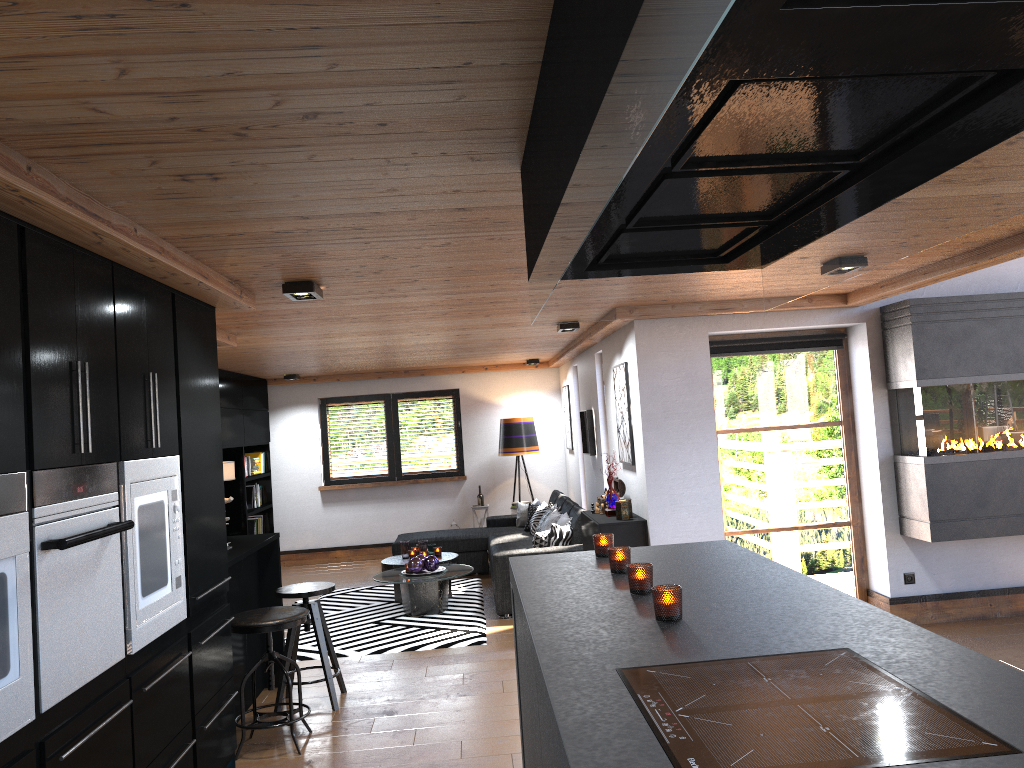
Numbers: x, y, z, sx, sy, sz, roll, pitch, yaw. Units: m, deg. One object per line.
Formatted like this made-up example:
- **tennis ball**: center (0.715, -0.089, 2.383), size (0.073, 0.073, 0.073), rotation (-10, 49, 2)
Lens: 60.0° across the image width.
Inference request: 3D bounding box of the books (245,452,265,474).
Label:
- **books**: center (-3.190, 0.984, 11.010), size (0.213, 0.261, 0.210), rotation (-4, -3, -4)

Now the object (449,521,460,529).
- **object**: center (-0.725, 1.942, 11.242), size (0.253, 0.462, 0.250), rotation (-4, -3, -4)

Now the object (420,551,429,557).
- **object**: center (-0.831, 1.635, 8.431), size (0.079, 0.081, 0.079), rotation (-4, -3, 11)

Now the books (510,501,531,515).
- **books**: center (0.129, 1.545, 11.027), size (0.222, 0.159, 0.253), rotation (-2, -3, -37)

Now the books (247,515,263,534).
- **books**: center (-3.195, 1.769, 10.944), size (0.213, 0.261, 0.251), rotation (-4, -3, -3)

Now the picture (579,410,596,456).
- **picture**: center (0.763, 0.489, 8.945), size (0.066, 0.451, 0.557), rotation (-4, -3, -3)

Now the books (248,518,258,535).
- **books**: center (-3.184, 1.763, 10.735), size (0.207, 0.256, 0.244), rotation (-4, -3, -5)

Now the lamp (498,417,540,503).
- **lamp**: center (0.619, 1.245, 11.287), size (1.644, 1.700, 0.518), rotation (-3, -3, -25)

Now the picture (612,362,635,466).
- **picture**: center (0.869, 0.234, 6.938), size (0.020, 0.782, 0.561), rotation (-4, -3, -3)

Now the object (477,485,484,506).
- **object**: center (-0.402, 1.429, 11.240), size (0.088, 0.286, 0.086), rotation (-1, -4, -41)

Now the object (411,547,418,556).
- **object**: center (-0.955, 1.657, 8.765), size (0.079, 0.081, 0.079), rotation (-4, -3, 11)

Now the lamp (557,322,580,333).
- **lamp**: center (0.442, -0.457, 7.006), size (0.155, 0.068, 0.260), rotation (-4, -2, -3)

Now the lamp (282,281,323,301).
- **lamp**: center (-1.034, -0.466, 4.387), size (0.155, 0.068, 0.260), rotation (-4, -2, -3)

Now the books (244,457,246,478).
- **books**: center (-3.137, 0.934, 9.996), size (0.208, 0.270, 0.240), rotation (-4, -3, -4)

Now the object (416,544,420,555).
- **object**: center (-0.879, 1.629, 8.674), size (0.114, 0.122, 0.112), rotation (-2, -3, -27)

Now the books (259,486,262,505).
- **books**: center (-3.205, 1.391, 10.944), size (0.189, 0.238, 0.289), rotation (-4, -3, -5)

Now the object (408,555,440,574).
- **object**: center (-0.801, 1.602, 7.902), size (0.286, 0.143, 0.262), rotation (-3, -3, -20)

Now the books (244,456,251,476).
- **books**: center (-3.219, 0.979, 10.460), size (0.182, 0.233, 0.284), rotation (-4, -3, 0)

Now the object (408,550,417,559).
- **object**: center (-0.959, 1.649, 8.562), size (0.079, 0.081, 0.079), rotation (-4, -3, 11)

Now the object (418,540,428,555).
- **object**: center (-0.855, 1.599, 8.561), size (0.095, 0.167, 0.093), rotation (-2, -3, -32)

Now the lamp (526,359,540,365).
- **lamp**: center (0.253, -0.277, 10.973), size (0.155, 0.068, 0.260), rotation (-4, -2, -3)

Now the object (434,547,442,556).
- **object**: center (-0.724, 1.636, 8.651), size (0.079, 0.081, 0.079), rotation (-4, -3, 11)

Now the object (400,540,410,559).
- **object**: center (-1.040, 1.614, 8.630), size (0.095, 0.167, 0.093), rotation (-2, -3, -32)

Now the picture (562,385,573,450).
- **picture**: center (0.683, 0.412, 10.851), size (0.020, 0.782, 0.561), rotation (-4, -3, -3)

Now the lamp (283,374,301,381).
- **lamp**: center (-2.668, -0.086, 10.753), size (0.155, 0.068, 0.260), rotation (-4, -2, -3)

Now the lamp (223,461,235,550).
- **lamp**: center (-1.761, 0.725, 5.246), size (0.247, 0.516, 0.247), rotation (-4, -3, 0)

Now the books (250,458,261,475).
- **books**: center (-3.199, 1.004, 10.747), size (0.261, 0.197, 0.295), rotation (-4, -3, -1)

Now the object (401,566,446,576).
- **object**: center (-0.785, 1.666, 7.887), size (0.392, 0.022, 0.397), rotation (-5, -2, 15)

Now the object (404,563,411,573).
- **object**: center (-0.917, 1.643, 7.907), size (0.079, 0.081, 0.079), rotation (-4, -3, 11)

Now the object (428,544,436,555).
- **object**: center (-0.798, 1.639, 8.774), size (0.091, 0.099, 0.093), rotation (-6, -3, 33)

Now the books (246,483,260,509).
- **books**: center (-3.178, 1.345, 10.623), size (0.222, 0.296, 0.344), rotation (-4, -3, -3)
